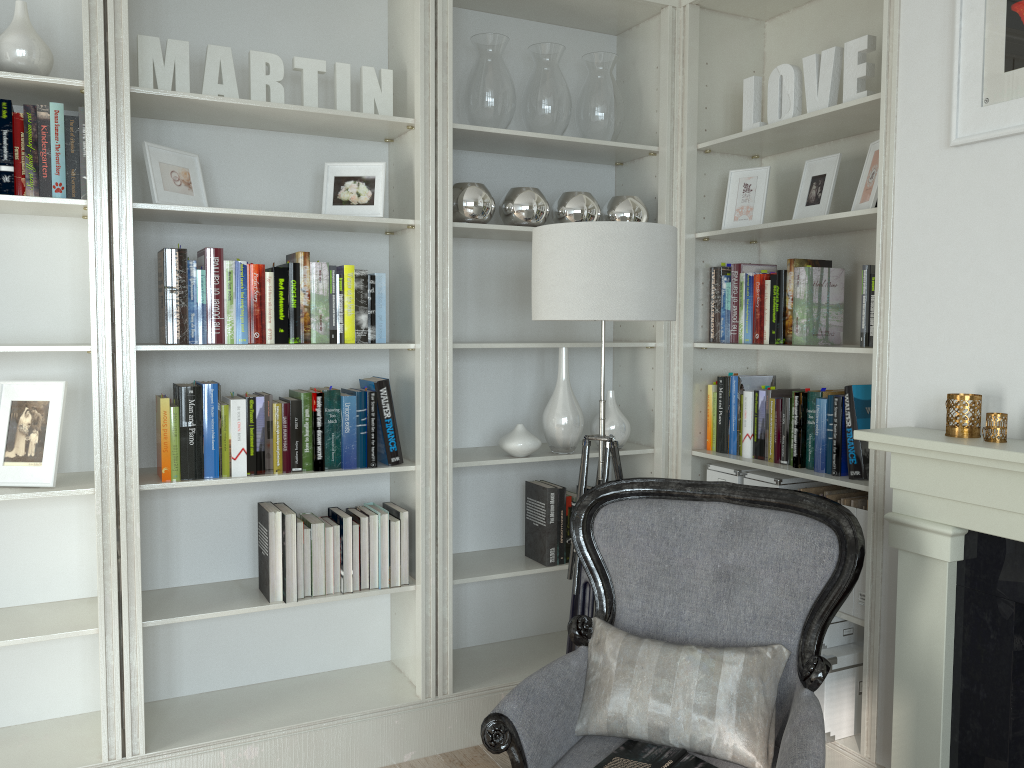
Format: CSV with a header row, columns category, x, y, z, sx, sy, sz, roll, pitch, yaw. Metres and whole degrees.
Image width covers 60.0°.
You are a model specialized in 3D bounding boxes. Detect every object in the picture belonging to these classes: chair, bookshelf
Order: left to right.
category,x,y,z,sx,sy,sz,roll,pitch,yaw
bookshelf,-1.641,-0.159,2.446,0.972,2.523,0.399,-2,4,-27
bookshelf,-0.772,-0.184,2.881,0.972,2.523,0.399,-2,4,-27
bookshelf,0.097,-0.209,3.316,0.972,2.523,0.399,-2,4,-27
chair,0.416,0.799,2.176,0.778,1.024,0.763,2,4,28
bookshelf,1.013,-0.184,3.007,0.399,2.523,0.988,-2,4,-27

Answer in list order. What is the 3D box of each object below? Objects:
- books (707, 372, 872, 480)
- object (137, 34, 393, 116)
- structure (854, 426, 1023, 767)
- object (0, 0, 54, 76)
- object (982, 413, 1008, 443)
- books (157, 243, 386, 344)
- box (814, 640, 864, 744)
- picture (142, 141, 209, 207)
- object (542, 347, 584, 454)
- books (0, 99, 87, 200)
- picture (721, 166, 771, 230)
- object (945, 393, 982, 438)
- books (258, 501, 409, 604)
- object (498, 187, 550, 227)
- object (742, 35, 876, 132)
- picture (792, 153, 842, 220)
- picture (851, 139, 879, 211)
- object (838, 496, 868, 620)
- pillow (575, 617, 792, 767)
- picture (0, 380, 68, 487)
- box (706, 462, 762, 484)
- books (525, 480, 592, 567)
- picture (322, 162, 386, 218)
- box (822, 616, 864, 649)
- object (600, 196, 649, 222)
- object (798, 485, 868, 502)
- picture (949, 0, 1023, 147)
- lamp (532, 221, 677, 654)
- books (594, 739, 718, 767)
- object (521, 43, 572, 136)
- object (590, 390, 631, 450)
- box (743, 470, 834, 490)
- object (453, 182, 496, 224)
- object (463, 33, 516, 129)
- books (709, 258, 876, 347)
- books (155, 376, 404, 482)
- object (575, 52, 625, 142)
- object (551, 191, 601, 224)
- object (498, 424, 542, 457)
category,x,y,z,sx,sy,sz,roll,pitch,yaw
books,0.996,0.123,3.080,0.215,0.302,0.763,-2,4,-25
object,-0.760,-0.953,2.813,0.790,0.180,0.034,-2,4,-27
structure,1.429,0.751,1.826,1.026,1.191,1.432,-2,4,-27
object,-1.486,-1.041,2.493,0.319,0.397,0.316,-3,5,-38
object,1.139,0.103,2.092,0.054,0.068,0.047,0,4,1
books,-0.761,-0.282,2.854,0.691,0.301,0.201,-2,4,-26
box,0.940,0.929,3.071,0.374,0.264,0.734,-2,4,-27
picture,-1.045,-0.624,2.706,0.124,0.192,0.206,2,4,28
object,0.189,0.058,3.274,0.155,0.397,0.155,-3,5,-42
books,-1.423,-0.662,2.463,0.465,0.291,0.205,-2,4,-27
picture,0.851,-0.668,3.211,0.153,0.228,0.094,3,5,38
object,1.116,0.078,2.191,0.080,0.104,0.080,2,4,31
books,-0.591,0.537,2.959,0.465,0.291,0.205,-2,4,-27
object,0.043,-0.626,3.177,0.185,0.140,0.185,0,4,-7
object,0.966,-0.967,2.931,0.039,0.216,0.554,-2,4,-27
picture,1.035,-0.653,2.993,0.094,0.228,0.153,-2,4,-27
picture,1.108,-0.633,2.699,0.094,0.228,0.153,0,4,-2
object,1.162,0.514,2.745,0.294,0.378,0.188,-2,4,-26
pillow,0.403,0.770,2.211,0.547,0.263,0.210,2,4,24
picture,-1.404,0.141,2.583,0.202,0.300,0.124,0,4,3
box,0.890,0.365,3.330,0.264,0.126,0.179,-2,4,-27
books,0.291,0.511,3.417,0.465,0.291,0.205,-2,4,-27
picture,-0.515,-0.636,2.931,0.202,0.188,0.124,0,4,3
box,0.918,0.751,3.053,0.219,0.099,0.608,-2,4,-27
object,0.428,-0.637,3.370,0.185,0.140,0.185,0,4,-7
object,1.075,0.511,2.919,0.294,0.360,0.188,-2,4,-26
picture,1.243,-0.843,2.044,0.024,0.496,0.494,-2,4,-27
lamp,0.270,0.410,2.685,0.429,1.739,0.429,1,4,7
books,0.340,0.893,2.019,0.304,0.046,0.224,3,5,38
object,0.129,-1.073,3.326,0.193,0.362,0.193,-3,5,-43
object,0.375,0.137,3.377,0.153,0.225,0.154,1,4,8
box,0.982,0.378,3.148,0.264,0.126,0.179,-2,4,-27
object,-0.150,-0.621,3.081,0.185,0.140,0.185,0,4,-7
object,-0.081,-1.068,3.221,0.193,0.362,0.193,-3,5,-43
books,1.034,-0.284,3.012,0.209,0.301,0.919,-2,4,-26
books,-0.744,0.128,2.886,0.762,0.302,0.207,-2,4,-26
object,0.339,-1.079,3.431,0.193,0.362,0.193,-3,5,-43
object,0.235,-0.631,3.273,0.185,0.140,0.185,0,4,-7
object,0.029,0.201,3.192,0.152,0.116,0.154,-2,4,-29
